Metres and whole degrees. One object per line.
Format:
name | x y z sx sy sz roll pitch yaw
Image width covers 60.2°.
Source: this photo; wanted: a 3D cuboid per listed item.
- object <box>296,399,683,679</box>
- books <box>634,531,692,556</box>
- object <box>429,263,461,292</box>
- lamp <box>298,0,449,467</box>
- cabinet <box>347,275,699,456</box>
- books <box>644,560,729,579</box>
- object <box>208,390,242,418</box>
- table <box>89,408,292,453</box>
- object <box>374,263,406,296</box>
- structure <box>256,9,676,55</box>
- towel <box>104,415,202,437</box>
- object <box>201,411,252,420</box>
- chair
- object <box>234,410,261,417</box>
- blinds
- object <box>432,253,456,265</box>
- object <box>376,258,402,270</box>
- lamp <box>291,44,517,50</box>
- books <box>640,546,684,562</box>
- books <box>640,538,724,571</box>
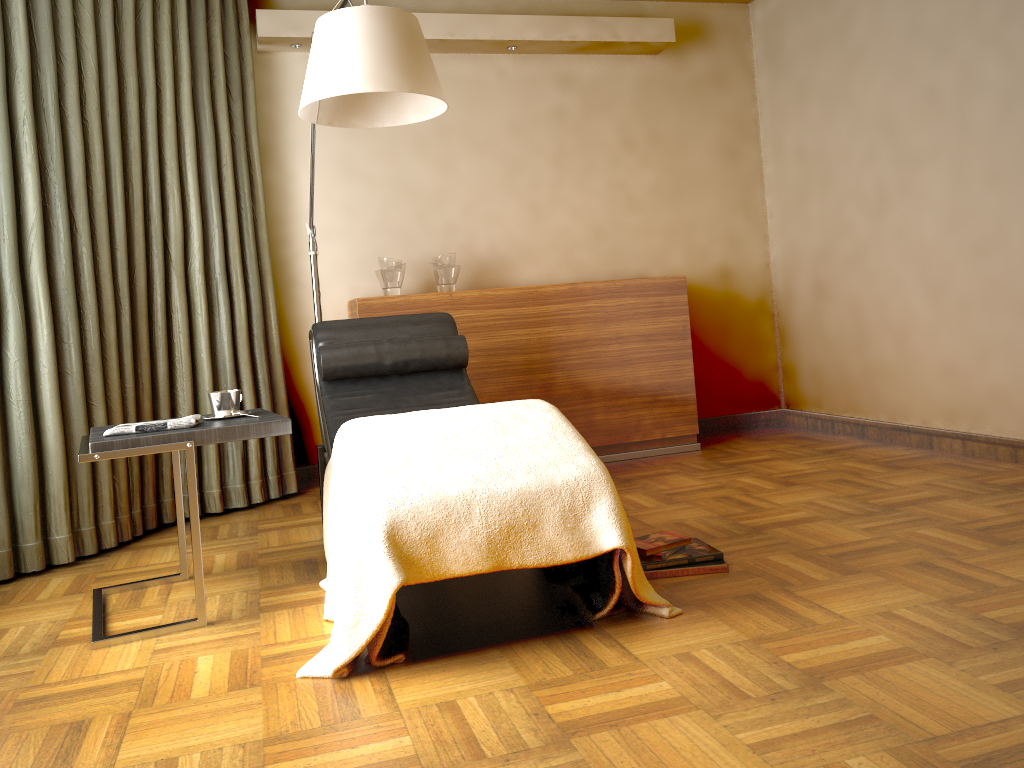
object | -0.143 0.336 2.379 0.919 0.520 0.909 -5 3 -16
books | 0.415 0.460 2.558 0.173 0.018 0.123 -7 5 -32
object | -0.325 -0.524 4.326 0.156 0.154 0.155 -5 2 -26
lamp | -0.487 -0.388 3.147 0.452 1.967 1.413 -4 1 -13
cabinet | 0.065 -0.055 4.468 1.677 0.863 0.415 -6 0 -16
books | 0.458 0.516 2.547 0.280 0.022 0.200 -5 4 -2
object | -0.872 0.061 2.690 0.098 0.078 0.111 -5 3 -15
table | -0.960 0.138 2.608 0.519 0.045 0.499 -7 5 -25
object | -0.582 -0.498 4.250 0.155 0.154 0.156 -4 2 31
structure | -0.199 -1.814 4.598 2.183 0.130 0.273 -6 4 -16
towel | -1.008 0.119 2.493 0.241 0.035 0.179 -6 4 -12
object | -0.868 0.098 2.683 0.150 0.009 0.150 -5 4 -11
chair | -0.288 0.159 2.893 0.637 0.797 1.788 -5 3 -16
object | -0.787 0.089 2.624 0.123 0.019 0.029 -1 5 43
blinds | -1.544 -0.634 3.521 0.224 2.453 1.538 -5 0 29
object | -0.328 -0.562 4.326 0.123 0.150 0.122 -6 2 -37
object | -0.585 -0.536 4.250 0.123 0.150 0.122 -5 1 -34
lamp | -0.530 -1.724 4.487 1.160 0.028 0.050 -6 3 -16
books | 0.412 0.478 2.564 0.123 0.018 0.173 -2 5 33
books | 0.450 0.494 2.564 0.265 0.020 0.189 -5 4 -12
